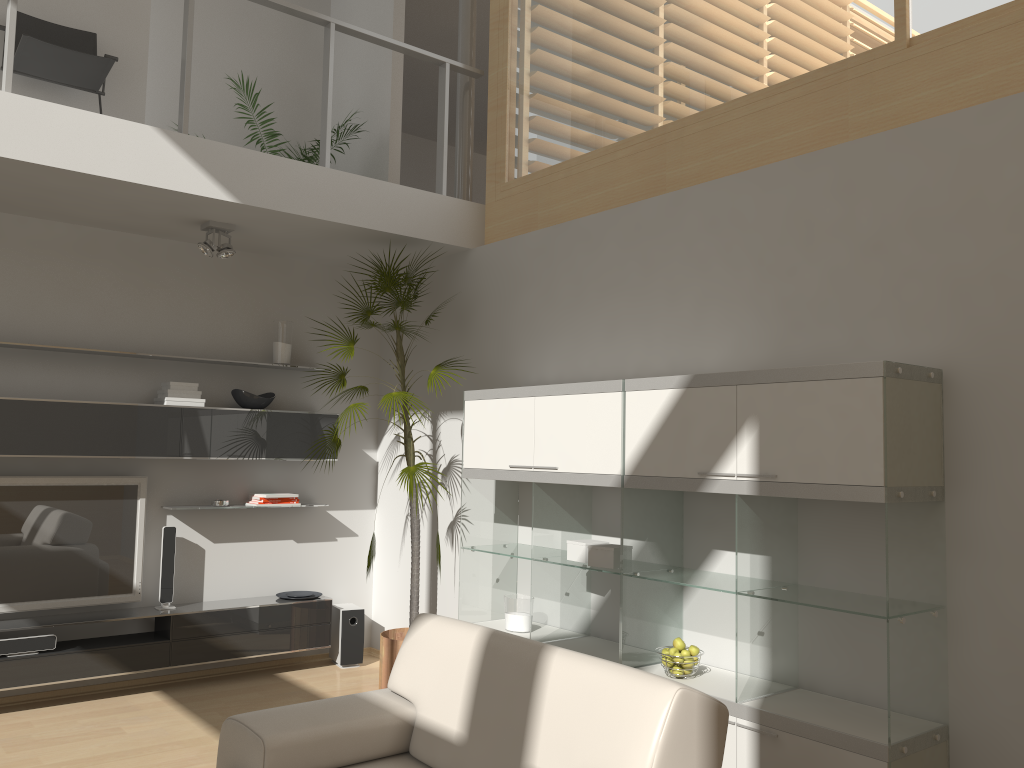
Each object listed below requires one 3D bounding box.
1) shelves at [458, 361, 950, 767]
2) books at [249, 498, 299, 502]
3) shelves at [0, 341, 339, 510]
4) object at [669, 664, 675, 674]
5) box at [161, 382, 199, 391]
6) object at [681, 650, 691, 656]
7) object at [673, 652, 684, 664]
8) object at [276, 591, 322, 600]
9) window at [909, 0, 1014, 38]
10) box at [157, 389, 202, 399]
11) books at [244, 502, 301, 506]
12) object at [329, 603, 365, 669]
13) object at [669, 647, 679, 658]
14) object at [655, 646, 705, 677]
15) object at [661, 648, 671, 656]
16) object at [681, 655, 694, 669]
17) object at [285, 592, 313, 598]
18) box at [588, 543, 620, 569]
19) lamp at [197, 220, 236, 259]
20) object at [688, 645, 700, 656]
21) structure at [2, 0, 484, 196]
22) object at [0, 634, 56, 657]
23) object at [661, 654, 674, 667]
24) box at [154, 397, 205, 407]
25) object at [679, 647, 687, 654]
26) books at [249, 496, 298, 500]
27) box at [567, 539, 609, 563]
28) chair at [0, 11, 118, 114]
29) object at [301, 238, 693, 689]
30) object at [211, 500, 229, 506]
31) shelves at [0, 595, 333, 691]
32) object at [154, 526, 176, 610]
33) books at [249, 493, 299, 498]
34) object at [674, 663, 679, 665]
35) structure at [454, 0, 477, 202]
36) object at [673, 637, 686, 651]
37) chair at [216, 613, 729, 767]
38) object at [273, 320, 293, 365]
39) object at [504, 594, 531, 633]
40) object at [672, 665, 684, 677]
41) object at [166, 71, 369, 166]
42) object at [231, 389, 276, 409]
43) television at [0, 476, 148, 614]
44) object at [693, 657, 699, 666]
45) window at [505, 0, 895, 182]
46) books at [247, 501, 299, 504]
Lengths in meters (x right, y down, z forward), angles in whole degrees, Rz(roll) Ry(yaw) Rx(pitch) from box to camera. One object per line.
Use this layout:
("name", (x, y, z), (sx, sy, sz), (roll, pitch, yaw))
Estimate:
("shelves", (0.627, 0.868, 3.968), (0.408, 1.756, 2.432), (5, -6, -38))
("books", (-1.531, 0.747, 5.715), (0.254, 0.015, 0.190), (5, -6, -42))
("shelves", (-2.890, 0.221, 4.630), (4.236, 0.914, 0.300), (5, -6, -38))
("object", (0.681, 1.203, 3.740), (0.038, 0.038, 0.038), (4, -5, -35))
("box", (-2.008, 0.019, 5.360), (0.168, 0.047, 0.168), (5, -6, -38))
("object", (0.727, 1.131, 3.713), (0.040, 0.038, 0.040), (-1, -5, 23))
("object", (0.687, 1.132, 3.661), (0.047, 0.048, 0.047), (0, -5, 14))
("object", (-1.380, 1.374, 5.751), (0.294, 0.020, 0.294), (1, -4, 1))
("window", (2.400, -2.533, 2.636), (0.020, 2.200, 2.525), (5, -6, -38))
("box", (-2.010, 0.066, 5.357), (0.200, 0.047, 0.200), (5, -6, -38))
("books", (-1.542, 0.772, 5.704), (0.296, 0.013, 0.210), (5, -6, -38))
("object", (-1.104, 1.679, 5.922), (0.150, 0.374, 0.275), (4, -5, -28))
("object", (0.676, 1.123, 3.704), (0.044, 0.043, 0.040), (3, -5, -24))
("object", (0.703, 1.174, 3.720), (0.206, 0.105, 0.206), (1, -4, 7))
("object", (0.661, 1.145, 3.758), (0.055, 0.048, 0.054), (-3, -6, 45))
("object", (0.727, 1.151, 3.677), (0.058, 0.058, 0.058), (0, -5, 18))
("object", (-1.380, 1.372, 5.751), (0.178, 0.020, 0.178), (-2, -5, 35))
("box", (0.450, 0.792, 4.087), (0.146, 0.094, 0.146), (-3, -6, 41))
("lamp", (-1.698, -0.820, 5.105), (0.214, 0.195, 0.150), (5, -6, -38))
("object", (0.765, 1.120, 3.726), (0.047, 0.045, 0.047), (5, -6, -38))
("structure", (-2.325, -1.761, 4.098), (5.400, 0.900, 0.080), (5, -6, -38))
("object", (-2.584, 1.382, 4.688), (0.300, 0.092, 0.085), (5, -6, -38))
("object", (0.652, 1.157, 3.710), (0.053, 0.055, 0.054), (0, -5, 16))
("box", (-2.008, 0.113, 5.353), (0.232, 0.047, 0.232), (5, -6, -38))
("object", (0.715, 1.134, 3.768), (0.055, 0.054, 0.050), (-1, -5, 21))
("books", (-1.539, 0.732, 5.714), (0.254, 0.015, 0.190), (4, -6, -37))
("box", (0.365, 0.805, 4.275), (0.146, 0.094, 0.146), (4, -5, -33))
("chair", (-2.487, -1.667, 4.865), (0.628, 0.825, 0.537), (5, -6, -38))
("object", (-0.138, 0.466, 4.873), (2.706, 2.668, 0.983), (-2, -5, 32))
("object", (-1.817, 0.741, 5.522), (0.106, 0.035, 0.105), (1, -4, -3))
("shelves", (-2.914, 1.416, 4.537), (4.236, 0.312, 0.300), (5, -6, -38))
("object", (-2.059, 1.093, 5.295), (0.111, 0.483, 0.116), (4, -5, -32))
("books", (-1.533, 0.715, 5.703), (0.227, 0.017, 0.230), (5, -6, -43))
("object", (0.698, 1.176, 3.773), (0.045, 0.042, 0.045), (5, -6, -44))
("structure", (-0.302, -2.329, 5.958), (0.122, 2.400, 0.121), (1, -4, 4))
("object", (0.705, 1.096, 3.735), (0.055, 0.056, 0.055), (5, -6, -38))
("chair", (-0.150, 1.197, 2.553), (1.165, 0.846, 1.562), (5, -6, -38))
("object", (-1.508, -0.263, 5.824), (0.129, 0.291, 0.129), (-1, -5, 23))
("object", (0.034, 1.200, 4.629), (0.172, 0.177, 0.130), (-3, -6, 41))
("object", (0.690, 1.193, 3.688), (0.048, 0.048, 0.048), (3, -5, -27))
("object", (-1.632, -1.653, 6.374), (1.331, 1.069, 1.491), (5, -6, -41))
("object", (-1.643, 0.104, 5.638), (0.223, 0.125, 0.317), (-1, -5, 30))
("television", (-2.676, 0.876, 4.893), (1.224, 0.735, 0.096), (5, -6, -38))
("object", (0.759, 1.156, 3.704), (0.040, 0.040, 0.039), (-3, -6, 43))
("window", (0.776, -2.410, 4.630), (0.020, 2.200, 2.525), (5, -6, -38))
("books", (-1.539, 0.760, 5.707), (0.268, 0.011, 0.190), (4, -6, -37))
